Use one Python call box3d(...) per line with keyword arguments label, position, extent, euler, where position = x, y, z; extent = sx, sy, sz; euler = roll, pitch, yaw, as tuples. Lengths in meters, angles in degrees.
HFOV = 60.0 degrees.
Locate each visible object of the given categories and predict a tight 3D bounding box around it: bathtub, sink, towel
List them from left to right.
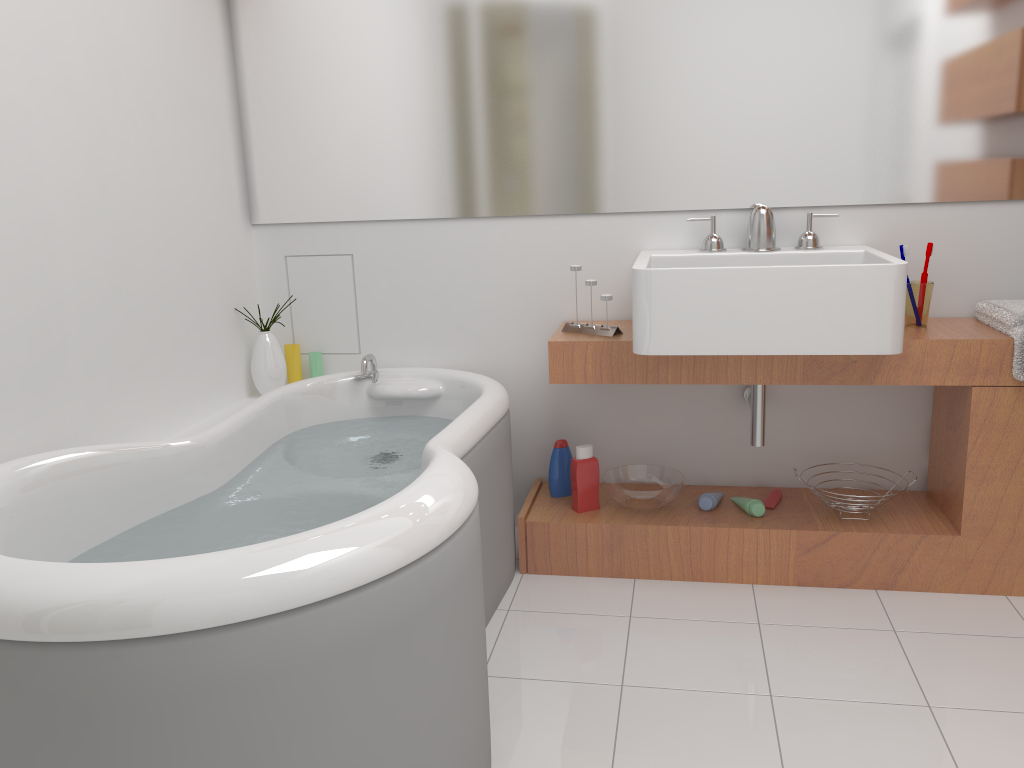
box3d(label="bathtub", position=(-0.499, 0.387, 2.132), extent=(1.055, 0.674, 1.863), euler=(0, 13, 11))
box3d(label="sink", position=(0.677, -0.144, 2.455), extent=(0.657, 0.673, 0.552), euler=(0, 13, 11))
box3d(label="towel", position=(1.449, -0.126, 2.374), extent=(0.272, 0.140, 0.359), euler=(0, 13, 11))

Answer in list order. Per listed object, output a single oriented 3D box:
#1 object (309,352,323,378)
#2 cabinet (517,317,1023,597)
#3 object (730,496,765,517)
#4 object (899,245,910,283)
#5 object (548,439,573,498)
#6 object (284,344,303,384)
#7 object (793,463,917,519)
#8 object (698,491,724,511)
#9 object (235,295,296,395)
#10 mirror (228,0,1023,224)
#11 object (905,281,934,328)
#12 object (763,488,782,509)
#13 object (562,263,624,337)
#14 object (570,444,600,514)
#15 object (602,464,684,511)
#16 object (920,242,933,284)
box3d(label="object", position=(-0.659, -0.042, 2.989), extent=(0.038, 0.133, 0.038), euler=(10, 18, 43))
box3d(label="cabinet", position=(0.845, 0.193, 2.597), extent=(1.635, 0.719, 0.355), euler=(0, 13, 11))
box3d(label="object", position=(0.707, 0.349, 2.659), extent=(0.059, 0.052, 0.187), euler=(-3, 13, -5))
box3d(label="object", position=(1.113, -0.273, 2.475), extent=(0.070, 0.228, 0.016), euler=(7, 16, 35))
box3d(label="object", position=(0.157, 0.267, 2.802), extent=(0.092, 0.190, 0.044), euler=(-7, 14, -21))
box3d(label="object", position=(-0.738, -0.055, 3.002), extent=(0.047, 0.162, 0.047), euler=(8, 16, 36))
box3d(label="object", position=(0.987, 0.316, 2.570), extent=(0.291, 0.126, 0.291), euler=(-10, 15, -30))
box3d(label="object", position=(0.609, 0.340, 2.716), extent=(0.059, 0.052, 0.187), euler=(3, 14, 22))
box3d(label="object", position=(-0.781, -0.113, 2.883), extent=(0.154, 0.326, 0.215), euler=(9, 17, 41))
box3d(label="mirror", position=(0.374, -0.958, 2.605), extent=(2.600, 0.887, 0.022), euler=(0, 13, 11))
box3d(label="object", position=(1.131, -0.219, 2.475), extent=(0.076, 0.130, 0.076), euler=(-12, 16, -35))
box3d(label="object", position=(0.790, 0.351, 2.694), extent=(0.042, 0.037, 0.133), euler=(5, 15, 29))
box3d(label="object", position=(0.230, -0.247, 2.570), extent=(0.182, 0.203, 0.059), euler=(9, 17, 40))
box3d(label="object", position=(0.220, 0.286, 2.674), extent=(0.079, 0.207, 0.046), euler=(-8, 14, -23))
box3d(label="object", position=(0.399, 0.326, 2.701), extent=(0.245, 0.090, 0.245), euler=(-6, 14, -17))
box3d(label="object", position=(1.154, -0.278, 2.483), extent=(0.052, 0.231, 0.016), euler=(-13, 17, -38))
